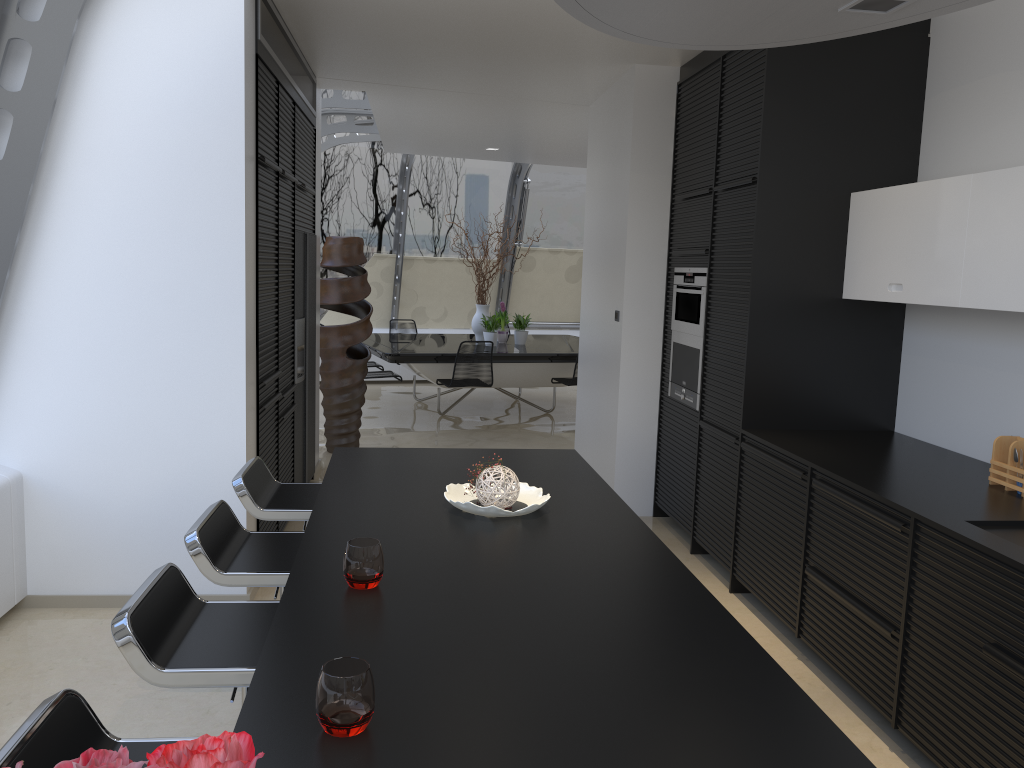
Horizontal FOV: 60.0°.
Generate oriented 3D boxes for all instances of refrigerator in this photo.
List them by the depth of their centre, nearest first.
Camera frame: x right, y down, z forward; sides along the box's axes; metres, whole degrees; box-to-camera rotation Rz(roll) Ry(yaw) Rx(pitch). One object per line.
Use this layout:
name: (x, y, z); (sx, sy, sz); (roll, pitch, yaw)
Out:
refrigerator: (-1.491, -0.142, 5.979); (0.234, 1.742, 1.006); (1, 7, -7)

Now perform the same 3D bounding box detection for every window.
window: (4.040, -0.549, 6.648); (16.171, 3.674, 16.693); (0, 8, -14)

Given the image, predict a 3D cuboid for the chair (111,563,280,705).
chair: (-0.656, 0.892, 2.123); (0.460, 0.857, 0.418); (1, 7, -6)

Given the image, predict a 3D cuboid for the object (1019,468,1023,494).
object: (1.868, 0.336, 3.237); (0.019, 0.196, 0.022); (1, 7, -6)

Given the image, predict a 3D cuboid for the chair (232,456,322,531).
chair: (-0.790, 0.727, 3.359); (0.460, 0.857, 0.418); (1, 7, -6)

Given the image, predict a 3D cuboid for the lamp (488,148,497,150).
lamp: (5.981, -1.994, 6.906); (9.928, 0.004, 9.775); (-1, 8, -19)

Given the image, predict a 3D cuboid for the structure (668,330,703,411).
structure: (1.041, -0.095, 5.327); (0.023, 0.420, 0.592); (1, 7, -7)

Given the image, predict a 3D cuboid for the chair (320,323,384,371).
chair: (-1.845, -0.424, 10.171); (0.688, 0.519, 0.446); (-1, 8, -20)

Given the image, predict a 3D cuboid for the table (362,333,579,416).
table: (-0.245, -0.104, 10.280); (3.031, 0.759, 2.494); (-1, 8, -20)

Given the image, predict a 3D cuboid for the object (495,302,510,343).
object: (-0.137, -0.731, 10.369); (0.238, 0.476, 0.417); (3, 7, 8)

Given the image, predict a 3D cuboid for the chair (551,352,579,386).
chair: (0.748, -0.217, 9.271); (0.446, 0.519, 0.688); (-1, 8, -20)

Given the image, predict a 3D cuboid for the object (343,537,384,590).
object: (-0.350, 0.424, 2.092); (0.095, 0.106, 0.095); (1, 7, -9)

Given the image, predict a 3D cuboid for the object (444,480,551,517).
object: (-0.047, 0.376, 2.831); (0.334, 0.078, 0.329); (-1, 8, -20)

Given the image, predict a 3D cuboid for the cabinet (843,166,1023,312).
cabinet: (2.051, -0.429, 2.554); (0.343, 0.515, 3.741); (1, 7, -7)

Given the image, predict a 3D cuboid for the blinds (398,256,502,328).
blinds: (-0.886, -1.263, 12.510); (1.430, 1.027, 0.329); (-1, 8, -20)

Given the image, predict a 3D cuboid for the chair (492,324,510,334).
chair: (-0.115, -0.551, 11.610); (0.446, 0.519, 0.688); (-1, 8, -20)

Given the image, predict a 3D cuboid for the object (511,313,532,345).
object: (0.103, -0.637, 10.104); (0.284, 0.369, 0.215); (4, 8, 13)

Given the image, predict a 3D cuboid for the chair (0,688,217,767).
chair: (-0.584, 0.980, 1.464); (0.460, 0.857, 0.418); (1, 7, -6)

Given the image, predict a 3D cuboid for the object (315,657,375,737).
object: (-0.271, 0.511, 1.446); (0.095, 0.106, 0.095); (4, 8, 13)

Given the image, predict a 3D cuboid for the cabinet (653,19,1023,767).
cabinet: (1.711, -0.204, 3.264); (0.831, 2.901, 5.157); (1, 7, -7)

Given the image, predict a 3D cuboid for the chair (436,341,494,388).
chair: (-0.450, -0.201, 8.831); (0.446, 0.519, 0.688); (-1, 8, -20)

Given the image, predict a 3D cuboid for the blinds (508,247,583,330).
blinds: (0.575, -1.371, 13.003); (1.376, 1.214, 0.387); (-1, 8, -20)

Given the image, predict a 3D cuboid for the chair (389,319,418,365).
chair: (-1.313, -0.535, 11.170); (0.446, 0.519, 0.688); (-1, 8, -20)

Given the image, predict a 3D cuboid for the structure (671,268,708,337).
structure: (1.051, -0.496, 5.275); (0.061, 0.388, 0.592); (1, 7, -7)

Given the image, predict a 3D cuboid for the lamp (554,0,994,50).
lamp: (0.339, -0.897, 0.701); (0.606, 0.966, 1.112); (1, 7, -7)

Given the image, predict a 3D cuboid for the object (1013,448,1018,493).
object: (1.853, 0.329, 3.259); (0.042, 0.192, 0.040); (9, 10, 43)

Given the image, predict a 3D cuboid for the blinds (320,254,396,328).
blinds: (-2.575, -0.739, 12.136); (1.829, 2.118, 0.663); (-1, 8, -20)

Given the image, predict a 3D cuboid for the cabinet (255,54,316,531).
cabinet: (-1.711, -0.407, 5.314); (0.831, 2.558, 2.252); (1, 7, -6)

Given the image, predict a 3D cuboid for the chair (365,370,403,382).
chair: (-1.527, -0.301, 9.310); (0.688, 0.519, 0.446); (-1, 8, -20)

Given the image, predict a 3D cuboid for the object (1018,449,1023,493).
object: (1.863, 0.335, 3.247); (0.020, 0.196, 0.018); (4, 8, 15)

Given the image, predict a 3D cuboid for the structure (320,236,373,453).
structure: (-1.433, -0.321, 7.537); (0.493, 1.843, 0.498); (1, 7, -9)

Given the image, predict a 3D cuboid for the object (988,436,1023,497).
object: (1.888, 0.318, 3.296); (0.104, 0.223, 0.200); (1, 7, -7)

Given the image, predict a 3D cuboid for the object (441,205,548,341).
object: (-0.184, -1.224, 9.952); (1.135, 1.549, 1.031); (-2, 8, -28)

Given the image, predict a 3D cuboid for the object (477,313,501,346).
object: (-0.232, -0.604, 9.763); (0.284, 0.369, 0.215); (4, 8, 18)

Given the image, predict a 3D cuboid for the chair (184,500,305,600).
chair: (-0.720, 0.813, 2.716); (0.460, 0.857, 0.418); (1, 7, -6)

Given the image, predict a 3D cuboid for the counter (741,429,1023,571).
counter: (1.777, 0.491, 2.644); (0.804, 0.025, 3.738); (1, 7, -7)

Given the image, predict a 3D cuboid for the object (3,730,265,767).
object: (-0.099, 0.419, 0.293); (0.350, 0.596, 0.327); (2, 7, 0)

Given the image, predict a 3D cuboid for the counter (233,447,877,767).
counter: (0.005, 0.529, 1.849); (1.006, 0.018, 3.800); (1, 7, -7)

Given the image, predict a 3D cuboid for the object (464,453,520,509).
object: (-0.050, 0.314, 2.833); (0.190, 0.191, 0.165); (5, 8, 21)
